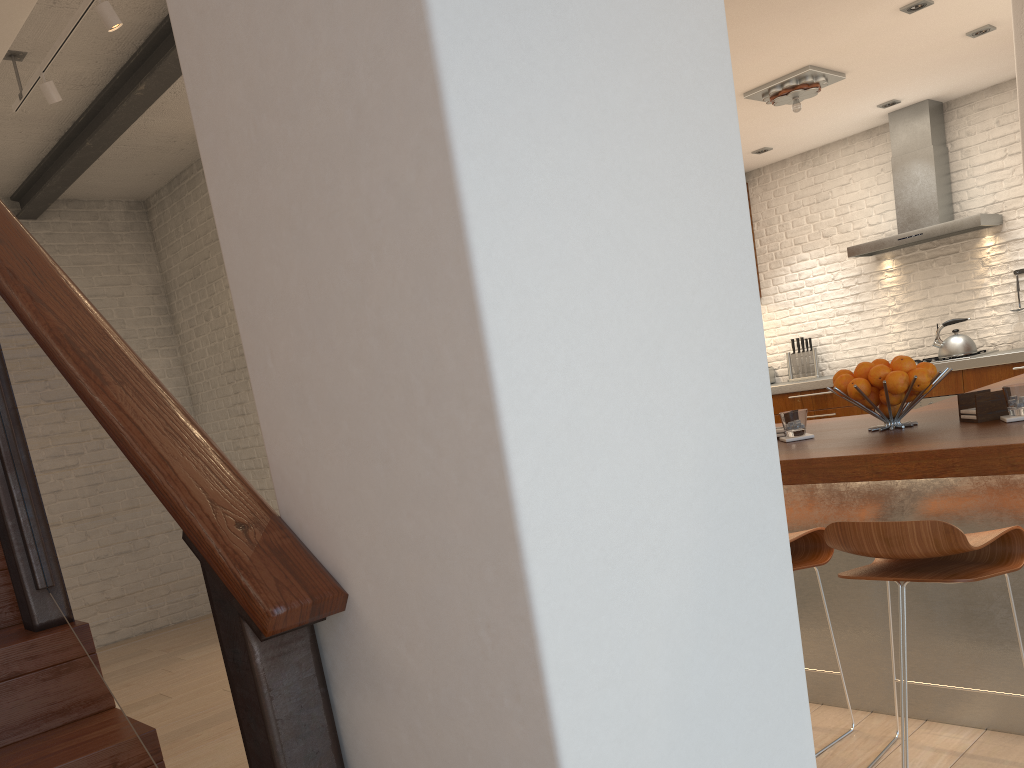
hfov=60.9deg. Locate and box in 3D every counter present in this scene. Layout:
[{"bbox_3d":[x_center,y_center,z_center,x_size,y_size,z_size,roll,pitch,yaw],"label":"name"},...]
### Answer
[{"bbox_3d":[2.121,0.062,6.118,3.259,0.071,3.550,-9,-1,-42],"label":"counter"},{"bbox_3d":[1.784,0.518,3.300,2.441,0.936,1.698,-11,2,-42],"label":"counter"}]

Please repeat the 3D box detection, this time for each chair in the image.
[{"bbox_3d":[0.747,0.771,2.736,0.412,0.790,0.406,-16,10,-42],"label":"chair"},{"bbox_3d":[1.109,0.702,2.338,0.412,0.790,0.406,-16,10,-42],"label":"chair"}]

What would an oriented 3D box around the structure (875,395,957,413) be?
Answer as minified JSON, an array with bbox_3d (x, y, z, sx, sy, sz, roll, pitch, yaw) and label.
[{"bbox_3d":[3.301,0.379,6.851,0.488,0.588,0.674,-15,6,-42],"label":"structure"}]

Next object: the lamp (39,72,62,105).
[{"bbox_3d":[-1.929,-1.226,3.640,0.060,0.131,0.084,-7,7,17],"label":"lamp"}]

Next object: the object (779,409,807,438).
[{"bbox_3d":[0.946,0.133,2.920,0.092,0.086,0.089,-6,6,45],"label":"object"}]

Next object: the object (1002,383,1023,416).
[{"bbox_3d":[1.415,0.044,2.421,0.089,0.086,0.091,-12,5,-27],"label":"object"}]

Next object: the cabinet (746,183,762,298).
[{"bbox_3d":[0.857,-1.097,7.020,3.268,1.187,0.462,-10,6,-42],"label":"cabinet"}]

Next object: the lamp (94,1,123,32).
[{"bbox_3d":[-1.440,-1.319,3.108,0.084,0.131,0.061,-15,9,-40],"label":"lamp"}]

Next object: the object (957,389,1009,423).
[{"bbox_3d":[1.388,0.064,2.565,0.094,0.083,0.112,-10,3,3],"label":"object"}]

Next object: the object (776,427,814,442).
[{"bbox_3d":[0.928,0.175,3.006,0.201,0.035,0.289,-10,-1,-42],"label":"object"}]

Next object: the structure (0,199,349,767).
[{"bbox_3d":[-0.247,-0.803,1.594,13.549,4.213,10.233,-10,1,-42],"label":"structure"}]

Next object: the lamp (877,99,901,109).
[{"bbox_3d":[2.725,-2.044,6.307,0.121,0.056,0.124,-11,1,-42],"label":"lamp"}]

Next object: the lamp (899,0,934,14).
[{"bbox_3d":[2.069,-1.953,4.458,0.121,0.056,0.124,-11,1,-42],"label":"lamp"}]

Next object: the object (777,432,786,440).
[{"bbox_3d":[0.937,0.150,3.068,0.092,0.083,0.115,-13,4,-42],"label":"object"}]

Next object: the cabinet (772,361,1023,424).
[{"bbox_3d":[2.108,-0.473,6.471,4.811,2.888,2.211,-10,6,12],"label":"cabinet"}]

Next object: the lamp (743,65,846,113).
[{"bbox_3d":[1.773,-1.787,5.448,0.440,0.173,0.454,-11,1,-42],"label":"lamp"}]

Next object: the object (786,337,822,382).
[{"bbox_3d":[2.593,-0.227,7.793,0.065,0.382,0.323,-18,9,-43],"label":"object"}]

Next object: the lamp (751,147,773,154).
[{"bbox_3d":[2.028,-1.911,7.073,0.121,0.056,0.124,-11,1,-42],"label":"lamp"}]

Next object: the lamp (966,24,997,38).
[{"bbox_3d":[2.710,-2.058,5.039,0.121,0.056,0.124,-11,1,-42],"label":"lamp"}]

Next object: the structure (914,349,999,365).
[{"bbox_3d":[3.260,-0.182,6.806,0.577,0.032,0.818,-9,-1,-42],"label":"structure"}]

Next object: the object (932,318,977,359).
[{"bbox_3d":[3.329,-0.351,6.533,0.259,0.280,0.261,-12,5,-21],"label":"object"}]

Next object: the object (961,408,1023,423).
[{"bbox_3d":[1.449,0.076,2.446,0.194,0.035,0.398,-10,-1,-39],"label":"object"}]

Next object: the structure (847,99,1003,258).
[{"bbox_3d":[3.074,-1.583,6.613,0.446,1.010,0.991,-17,8,-42],"label":"structure"}]

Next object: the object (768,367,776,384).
[{"bbox_3d":[2.245,-0.052,8.148,0.244,0.162,0.347,-12,2,-42],"label":"object"}]

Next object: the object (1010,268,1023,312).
[{"bbox_3d":[3.946,-0.687,6.268,0.137,0.396,0.674,-17,6,-43],"label":"object"}]

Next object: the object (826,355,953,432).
[{"bbox_3d":[1.195,0.029,2.760,0.368,0.226,0.355,-9,2,13],"label":"object"}]
